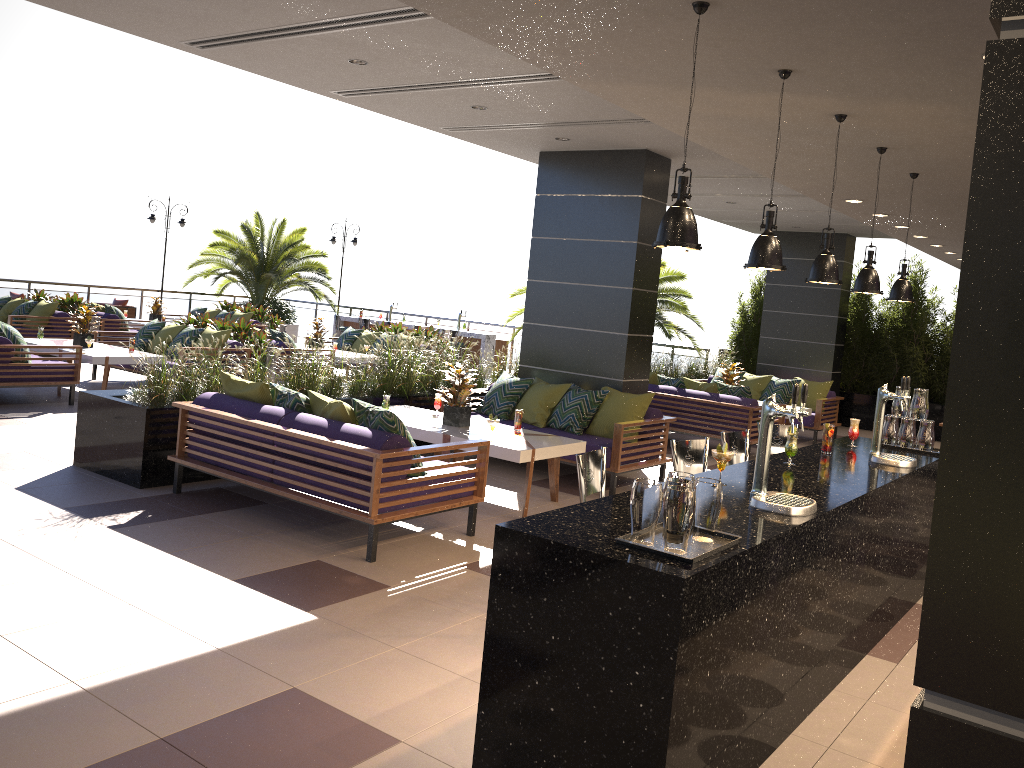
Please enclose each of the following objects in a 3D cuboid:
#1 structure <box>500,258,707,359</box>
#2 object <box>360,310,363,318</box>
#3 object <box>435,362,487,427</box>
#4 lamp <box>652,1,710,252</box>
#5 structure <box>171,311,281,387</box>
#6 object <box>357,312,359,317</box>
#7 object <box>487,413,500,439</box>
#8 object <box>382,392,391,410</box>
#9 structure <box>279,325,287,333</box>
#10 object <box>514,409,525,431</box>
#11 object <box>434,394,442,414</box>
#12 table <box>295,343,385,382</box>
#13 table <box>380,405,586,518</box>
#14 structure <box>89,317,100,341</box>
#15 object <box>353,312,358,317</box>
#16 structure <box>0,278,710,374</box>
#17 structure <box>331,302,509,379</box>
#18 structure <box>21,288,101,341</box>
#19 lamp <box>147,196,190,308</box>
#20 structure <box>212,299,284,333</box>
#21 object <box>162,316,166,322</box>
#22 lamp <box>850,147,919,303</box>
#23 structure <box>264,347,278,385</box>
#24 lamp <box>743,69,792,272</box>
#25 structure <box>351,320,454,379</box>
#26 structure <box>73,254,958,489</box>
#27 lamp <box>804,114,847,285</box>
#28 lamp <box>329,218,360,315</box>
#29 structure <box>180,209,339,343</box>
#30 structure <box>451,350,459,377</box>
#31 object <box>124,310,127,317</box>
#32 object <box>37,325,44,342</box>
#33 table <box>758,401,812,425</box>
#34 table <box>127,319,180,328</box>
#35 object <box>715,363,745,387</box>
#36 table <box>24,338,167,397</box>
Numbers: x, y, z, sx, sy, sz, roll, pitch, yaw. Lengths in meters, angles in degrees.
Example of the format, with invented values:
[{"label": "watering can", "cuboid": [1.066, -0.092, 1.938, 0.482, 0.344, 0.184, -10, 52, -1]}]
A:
[{"label": "structure", "cuboid": [1.725, -1.408, 16.516, 3.796, 3.295, 3.768, 5, 4, -12]}, {"label": "object", "cuboid": [-3.395, -1.578, 19.937, 0.066, 0.189, 0.085, 4, 3, -29]}, {"label": "object", "cuboid": [-0.461, 0.088, 7.500, 0.424, 0.525, 0.432, 2, 5, -42]}, {"label": "lamp", "cuboid": [0.624, -0.906, 3.122, 0.162, 0.862, 0.163, 5, 2, -12]}, {"label": "structure", "cuboid": [-4.202, -0.437, 12.618, 2.429, 1.170, 0.700, 9, 5, 37]}, {"label": "object", "cuboid": [-3.578, -1.571, 20.638, 0.105, 0.208, 0.105, 6, 3, 11]}, {"label": "object", "cuboid": [-0.152, 0.333, 6.977, 0.105, 0.197, 0.106, 4, 3, -26]}, {"label": "object", "cuboid": [-1.087, 0.174, 7.623, 0.069, 0.211, 0.069, 6, 2, 18]}, {"label": "structure", "cuboid": [-4.612, -0.834, 17.725, 0.100, 0.699, 0.180, 7, 3, 35]}, {"label": "object", "cuboid": [0.059, 0.305, 7.522, 0.066, 0.189, 0.085, 4, 3, -29]}, {"label": "object", "cuboid": [-0.679, 0.182, 8.100, 0.069, 0.181, 0.069, 6, 3, 18]}, {"label": "table", "cuboid": [-3.124, -0.270, 14.149, 2.045, 0.552, 0.941, 9, 6, 35]}, {"label": "table", "cuboid": [-0.508, 0.623, 7.527, 2.045, 0.552, 0.941, 9, 6, 35]}, {"label": "structure", "cuboid": [-6.884, -0.748, 14.565, 0.100, 0.699, 0.180, 7, 3, 35]}, {"label": "object", "cuboid": [-3.640, -1.568, 20.540, 0.105, 0.208, 0.105, 6, 3, 11]}, {"label": "structure", "cuboid": [-6.274, -0.793, 13.763, 12.969, 1.056, 17.489, 9, 7, 35]}, {"label": "structure", "cuboid": [-2.084, -1.058, 19.304, 4.418, 1.325, 0.804, 9, 5, 36]}, {"label": "structure", "cuboid": [-7.876, -1.047, 15.253, 2.256, 1.169, 0.714, 9, 4, 32]}, {"label": "lamp", "cuboid": [-8.396, -2.872, 21.359, 0.265, 3.320, 1.121, 7, 3, 35]}, {"label": "structure", "cuboid": [-5.603, -1.129, 18.374, 2.260, 1.169, 0.736, 9, 5, 37]}, {"label": "object", "cuboid": [-6.363, -1.151, 16.156, 0.066, 0.189, 0.085, 4, 3, -24]}, {"label": "lamp", "cuboid": [2.402, -0.973, 5.594, 0.193, 0.862, 1.080, 7, 4, 35]}, {"label": "structure", "cuboid": [-3.264, -0.145, 11.946, 0.100, 0.699, 0.180, 7, 3, 35]}, {"label": "lamp", "cuboid": [1.141, -0.926, 3.842, 0.162, 0.862, 0.163, 5, 2, -12]}, {"label": "structure", "cuboid": [-1.941, -0.523, 15.767, 2.260, 1.169, 0.736, 9, 5, 37]}, {"label": "structure", "cuboid": [0.267, -0.396, 5.456, 7.848, 3.114, 24.708, 9, 6, 35]}, {"label": "lamp", "cuboid": [1.642, -0.945, 4.538, 0.162, 0.862, 0.163, 5, 2, -12]}, {"label": "lamp", "cuboid": [-4.448, -2.646, 22.977, 1.126, 3.320, 0.263, 7, 3, 36]}, {"label": "structure", "cuboid": [-6.199, -2.721, 22.177, 3.801, 3.295, 3.763, 6, 4, 3]}, {"label": "structure", "cuboid": [-0.992, -0.231, 15.105, 0.100, 0.699, 0.180, 7, 3, 35]}, {"label": "object", "cuboid": [-7.352, -1.307, 16.831, 0.069, 0.181, 0.069, 7, 3, 23]}, {"label": "object", "cuboid": [-5.911, -0.629, 11.098, 0.069, 0.211, 0.069, 7, 3, 23]}, {"label": "table", "cuboid": [3.017, 0.490, 12.427, 2.045, 0.552, 0.941, 9, 6, 35]}, {"label": "table", "cuboid": [-6.727, -0.870, 16.756, 2.045, 0.552, 0.941, 9, 6, 35]}, {"label": "object", "cuboid": [3.068, -0.046, 12.411, 0.424, 0.525, 0.432, 3, 4, -37]}, {"label": "table", "cuboid": [-5.345, -0.186, 11.062, 2.045, 0.552, 0.941, 9, 6, 35]}]
